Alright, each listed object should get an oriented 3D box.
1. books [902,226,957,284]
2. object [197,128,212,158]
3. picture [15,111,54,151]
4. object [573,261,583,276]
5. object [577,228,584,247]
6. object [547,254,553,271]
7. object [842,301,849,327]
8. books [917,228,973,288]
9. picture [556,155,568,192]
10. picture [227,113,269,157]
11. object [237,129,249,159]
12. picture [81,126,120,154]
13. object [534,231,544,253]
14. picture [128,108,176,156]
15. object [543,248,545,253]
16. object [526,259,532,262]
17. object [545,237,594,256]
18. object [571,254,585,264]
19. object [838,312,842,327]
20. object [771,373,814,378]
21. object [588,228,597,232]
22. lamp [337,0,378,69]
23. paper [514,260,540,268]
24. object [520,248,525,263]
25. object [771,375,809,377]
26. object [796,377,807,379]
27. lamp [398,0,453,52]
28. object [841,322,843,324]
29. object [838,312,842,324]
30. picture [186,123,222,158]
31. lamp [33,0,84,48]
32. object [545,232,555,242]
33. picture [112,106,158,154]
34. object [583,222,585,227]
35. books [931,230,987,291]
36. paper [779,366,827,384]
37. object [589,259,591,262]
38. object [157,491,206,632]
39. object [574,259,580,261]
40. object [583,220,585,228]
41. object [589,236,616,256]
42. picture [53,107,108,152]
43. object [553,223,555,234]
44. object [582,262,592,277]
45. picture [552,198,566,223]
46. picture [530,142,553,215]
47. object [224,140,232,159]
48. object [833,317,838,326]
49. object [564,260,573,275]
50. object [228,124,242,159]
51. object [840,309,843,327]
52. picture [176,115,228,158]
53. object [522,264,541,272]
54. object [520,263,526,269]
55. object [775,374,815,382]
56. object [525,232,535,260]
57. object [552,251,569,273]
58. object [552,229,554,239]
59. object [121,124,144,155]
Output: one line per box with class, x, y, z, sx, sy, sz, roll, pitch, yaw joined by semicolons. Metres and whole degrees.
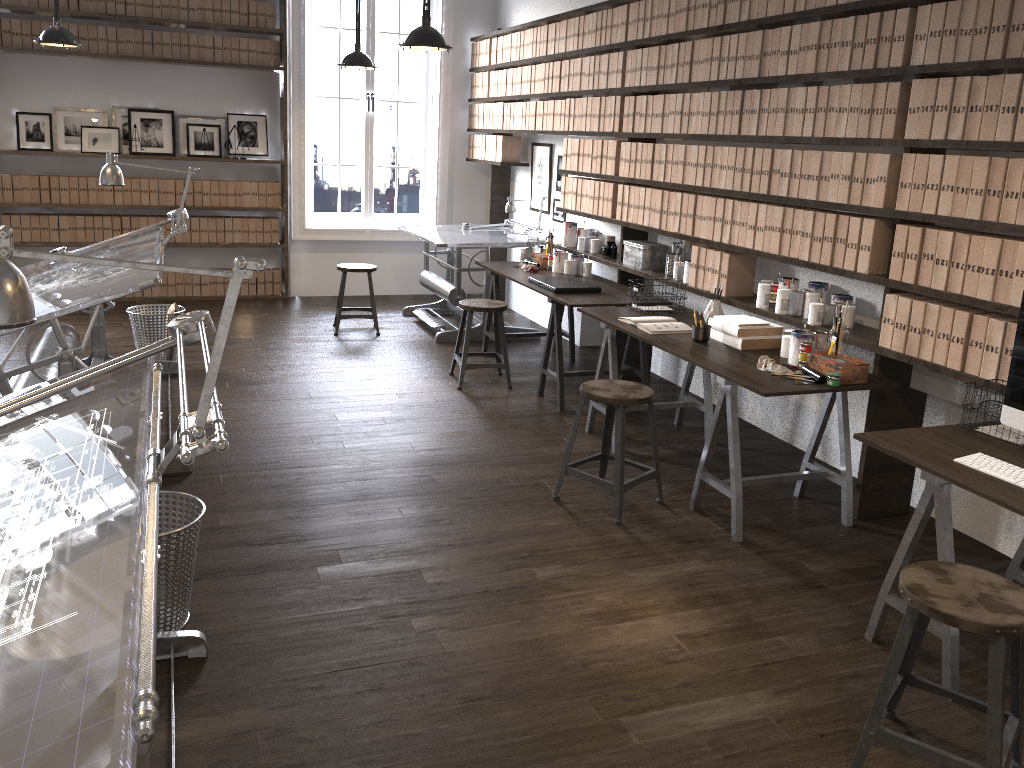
books;1.629;-0.500;3.461;0.174;0.223;0.067;-3;14;-21
object;-2.675;-2.098;7.709;0.124;0.257;0.040;-2;14;-21
picture;-3.988;-2.107;7.399;0.267;0.311;0.058;-3;14;-21
object;0.446;-0.783;5.992;0.063;0.092;0.064;10;15;27
object;0.500;-1.070;6.471;0.051;0.138;0.051;-3;14;-23
object;0.274;-0.845;6.167;0.049;0.110;0.050;-3;15;-24
object;1.336;-0.226;3.580;0.020;0.225;0.007;5;13;10
books;1.661;-0.480;3.395;0.174;0.223;0.067;-3;14;-21
picture;0.405;-1.674;7.054;0.022;0.281;0.203;-2;15;-21
picture;-2.373;-2.237;7.954;0.343;0.360;0.162;-3;14;-21
object;-2.387;-2.125;7.857;0.110;0.259;0.040;-2;14;-21
picture;-3.487;-2.064;7.503;0.300;0.226;0.146;-3;15;-21
object;0.197;-0.994;6.447;0.068;0.235;0.070;-3;14;-24
picture;-3.113;-2.173;7.654;0.373;0.387;0.150;-3;14;-21
object;0.229;-0.955;6.557;0.068;0.103;0.069;-4;15;-25
object;0.118;-0.879;6.388;0.049;0.037;0.049;-4;16;-24
object;0.408;-0.975;6.278;0.345;0.144;0.078;3;13;1
object;0.451;-0.829;6.113;0.094;0.126;0.096;-1;14;-17
object;1.318;-0.205;3.579;0.008;0.184;0.072;8;14;20
object;1.124;-0.035;3.555;0.172;0.017;0.011;14;18;36
object;0.593;-1.086;6.547;0.070;0.129;0.071;9;15;25
lamp;-1.131;-3.511;6.549;0.314;2.227;0.313;-8;17;-41
paper;0.099;-0.845;6.265;0.138;0.038;0.156;-8;19;-35
object;0.090;-0.945;6.495;0.068;0.103;0.069;-1;14;-17
object;1.117;-0.033;3.558;0.156;0.006;0.006;3;14;-1
object;1.126;-0.029;3.565;0.119;0.006;0.008;11;16;27
lamp;-0.437;-2.987;4.782;0.314;2.227;0.313;-8;17;-41
object;1.330;-0.189;3.591;0.005;0.134;0.005;0;13;-12
object;1.311;-0.202;3.577;0.021;0.178;0.006;2;13;-2
picture;-2.720;-2.148;7.825;0.290;0.287;0.128;-3;14;-21
lamp;-3.050;-3.405;5.821;0.314;2.227;0.313;-8;17;-41
object;0.276;-0.994;6.478;0.068;0.227;0.070;-3;14;-24
picture;-3.248;-2.187;7.656;0.369;0.401;0.092;-3;14;-21
object;0.515;-1.115;6.533;0.041;0.161;0.005;-4;15;-29
books;1.682;-0.461;3.329;0.174;0.223;0.067;-3;14;-21
paper;1.161;-0.038;3.544;0.137;0.038;0.157;1;15;-6
object;0.523;-0.805;6.041;0.004;0.102;0.035;-4;15;-28
object;-1.132;0.575;2.749;0.353;0.373;0.357;3;14;0
object;0.443;-0.799;6.048;0.044;0.100;0.045;-2;14;-21
object;0.521;-1.116;6.542;0.034;0.182;0.005;-4;15;-28
object;0.634;-0.935;6.088;0.107;0.160;0.237;12;17;33
picture;-3.648;-2.144;7.503;0.416;0.361;0.084;-3;14;-21
object;0.286;-1.024;6.272;0.021;0.225;0.007;1;13;-10
object;0.507;-0.773;5.967;0.062;0.093;0.062;10;15;27
picture;0.386;-1.394;7.127;0.023;0.181;0.254;-2;15;-21
picture;0.244;-1.731;7.441;0.040;0.568;0.419;-2;15;-21
object;-2.488;-2.055;7.764;0.066;0.164;0.040;-2;14;-21
object;1.310;-0.195;3.588;0.038;0.151;0.008;10;14;27
object;0.385;-0.795;6.026;0.062;0.093;0.062;7;14;18
object;-2.441;-2.134;7.802;0.118;0.301;0.040;-2;14;-21
object;1.329;-0.210;3.594;0.006;0.180;0.054;8;14;20
picture;-2.744;-2.191;7.850;0.434;0.357;0.096;-3;14;-21
object;0.126;-0.812;6.137;0.132;0.050;0.199;5;15;7
object;0.078;-0.830;6.235;0.011;0.017;0.173;5;16;10
object;1.133;-0.025;3.547;0.158;0.005;0.005;13;18;33
object;0.130;-0.986;6.423;0.068;0.227;0.070;-3;14;-24
object;0.335;-0.842;6.117;0.104;0.140;0.106;-5;16;-28
object;0.280;-1.008;6.264;0.006;0.191;0.056;-2;14;-22
object;-3.210;-2.065;7.491;0.174;0.257;0.040;-2;14;-21
